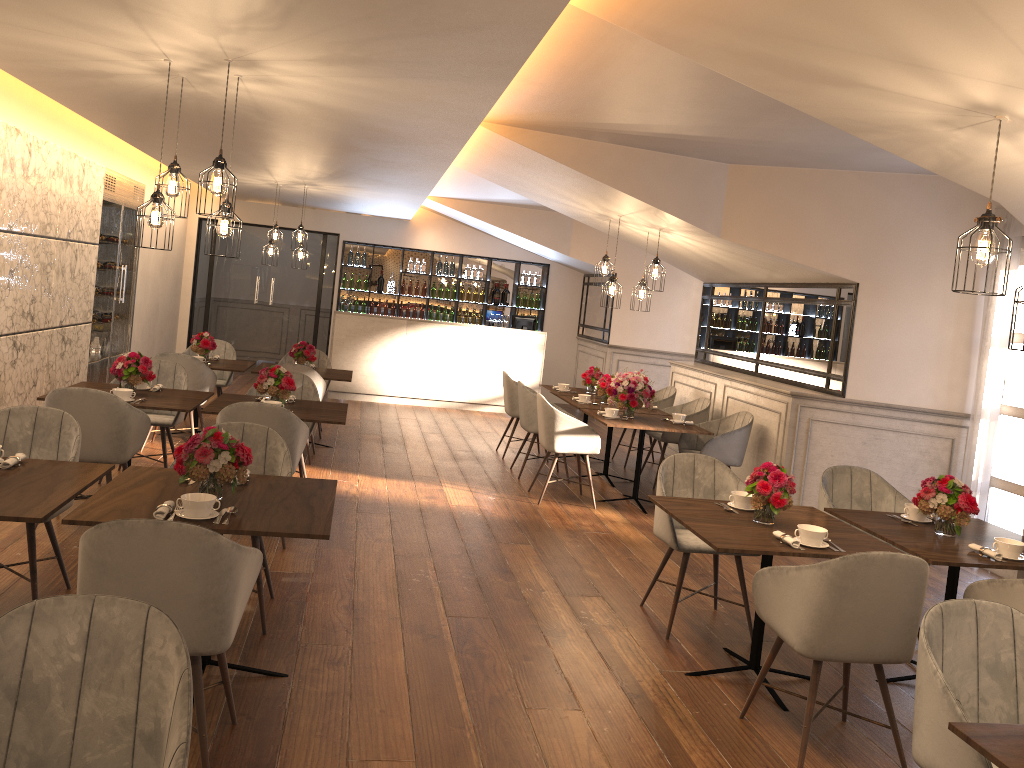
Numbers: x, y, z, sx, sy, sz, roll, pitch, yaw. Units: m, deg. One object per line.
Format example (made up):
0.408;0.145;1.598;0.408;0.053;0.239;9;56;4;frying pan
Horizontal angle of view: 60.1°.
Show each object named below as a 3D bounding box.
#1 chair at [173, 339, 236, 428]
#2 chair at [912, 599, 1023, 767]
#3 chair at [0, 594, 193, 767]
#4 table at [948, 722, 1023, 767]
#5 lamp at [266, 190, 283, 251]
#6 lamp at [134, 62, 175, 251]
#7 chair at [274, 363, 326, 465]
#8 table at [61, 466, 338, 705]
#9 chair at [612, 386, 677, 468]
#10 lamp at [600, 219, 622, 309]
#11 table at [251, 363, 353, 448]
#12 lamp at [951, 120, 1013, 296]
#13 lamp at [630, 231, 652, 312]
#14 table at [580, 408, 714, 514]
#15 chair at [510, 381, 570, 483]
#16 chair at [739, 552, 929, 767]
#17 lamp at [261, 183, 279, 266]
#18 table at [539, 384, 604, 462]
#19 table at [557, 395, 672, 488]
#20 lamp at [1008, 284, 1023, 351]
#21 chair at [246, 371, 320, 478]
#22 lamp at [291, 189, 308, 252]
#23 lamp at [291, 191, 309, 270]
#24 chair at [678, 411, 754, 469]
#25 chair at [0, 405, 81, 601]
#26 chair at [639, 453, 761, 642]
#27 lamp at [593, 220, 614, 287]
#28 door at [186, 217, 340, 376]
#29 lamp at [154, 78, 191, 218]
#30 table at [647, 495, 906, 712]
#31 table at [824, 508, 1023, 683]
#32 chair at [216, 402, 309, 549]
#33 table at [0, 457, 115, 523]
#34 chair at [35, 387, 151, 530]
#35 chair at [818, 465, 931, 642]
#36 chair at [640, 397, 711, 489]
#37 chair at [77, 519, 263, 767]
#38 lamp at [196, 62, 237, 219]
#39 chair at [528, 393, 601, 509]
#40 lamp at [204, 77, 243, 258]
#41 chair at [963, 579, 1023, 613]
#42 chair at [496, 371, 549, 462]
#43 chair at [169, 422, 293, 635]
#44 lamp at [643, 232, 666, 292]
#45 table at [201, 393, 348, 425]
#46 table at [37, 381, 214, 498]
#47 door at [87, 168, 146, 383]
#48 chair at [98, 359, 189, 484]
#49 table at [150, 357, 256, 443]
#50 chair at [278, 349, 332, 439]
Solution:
-3.104;-0.007;9.003;0.564;0.870;0.528;6;3;-10;chair
1.394;1.113;2.447;0.564;0.870;0.528;6;3;-10;chair
-0.934;0.932;1.744;0.564;0.870;0.528;6;3;-10;chair
1.533;1.267;1.796;0.895;0.719;0.900;5;4;-10;table
-2.709;-2.616;10.446;0.175;2.066;0.175;6;2;-8;lamp
-1.755;-1.728;4.561;0.175;2.066;0.175;6;2;-8;lamp
-1.962;0.228;7.854;0.564;0.870;0.528;6;3;-10;chair
-1.200;0.806;3.533;0.895;0.719;0.900;5;4;-10;table
1.425;0.437;9.436;0.525;0.870;0.567;6;3;-10;chair
1.009;-1.725;8.088;0.175;2.066;0.175;6;2;-8;lamp
-2.024;0.233;8.512;0.895;0.719;0.900;5;4;-10;table
1.834;-1.359;3.231;0.175;2.066;0.175;6;2;-8;lamp
1.308;-1.711;8.267;0.175;2.066;0.175;6;2;-8;lamp
1.076;0.664;7.499;0.895;0.719;0.900;5;4;-10;table
0.278;0.427;8.270;0.525;0.870;0.567;6;3;-10;chair
1.262;1.003;3.433;0.564;0.870;0.528;6;3;-10;chair
-2.676;-2.387;10.130;0.175;2.066;0.175;6;2;-8;lamp
0.769;0.451;9.349;0.895;0.719;0.900;5;4;-10;table
0.923;0.557;8.424;0.895;0.719;0.900;5;4;-10;table
1.867;-1.130;2.915;0.175;2.066;0.175;6;2;-8;lamp
-1.759;0.359;6.724;0.564;0.870;0.528;6;3;-10;chair
-2.304;-2.527;9.978;0.175;2.066;0.175;6;2;-8;lamp
-2.378;-2.373;10.309;0.175;2.066;0.175;6;2;-8;lamp
1.731;0.649;7.586;0.525;0.870;0.567;6;3;-10;chair
-2.279;0.566;4.023;0.564;0.870;0.528;6;3;-10;chair
1.015;0.850;4.736;0.564;0.870;0.528;6;3;-10;chair
0.976;-1.954;8.404;0.175;2.066;0.175;6;2;-8;lamp
-3.845;-1.281;13.721;2.104;2.329;0.274;5;2;-10;door
-1.788;-1.957;4.877;0.175;2.066;0.175;6;2;-8;lamp
1.154;1.004;4.085;0.895;0.719;0.900;5;4;-10;table
2.095;1.089;4.246;0.895;0.719;0.900;5;4;-10;table
-1.557;0.508;5.413;0.564;0.870;0.528;6;3;-10;chair
-2.141;0.721;3.371;0.895;0.719;0.900;5;4;-10;table
-2.498;0.423;5.252;0.564;0.870;0.528;6;3;-10;chair
1.956;0.935;4.898;0.564;0.870;0.528;6;3;-10;chair
1.578;0.543;8.511;0.525;0.870;0.567;6;3;-10;chair
-1.136;0.800;2.873;0.564;0.870;0.528;6;3;-10;chair
-1.383;-1.868;4.409;0.175;2.066;0.175;6;2;-8;lamp
0.432;0.533;7.345;0.525;0.870;0.567;6;3;-10;chair
-1.457;-1.714;4.740;0.175;2.066;0.175;6;2;-8;lamp
2.203;1.088;3.595;0.564;0.870;0.528;6;3;-10;chair
0.125;0.321;9.195;0.525;0.870;0.567;6;3;-10;chair
-1.338;0.651;4.184;0.564;0.870;0.528;6;3;-10;chair
1.382;-1.865;7.936;0.175;2.066;0.175;6;2;-8;lamp
-1.620;0.514;6.072;0.895;0.719;0.900;5;4;-10;table
-2.561;0.429;5.911;0.895;0.719;0.900;5;4;-10;table
-4.390;-1.068;9.839;0.134;2.463;1.865;6;3;-10;door
-2.700;0.274;6.563;0.564;0.870;0.528;6;3;-10;chair
-2.965;0.148;8.351;0.895;0.719;0.900;5;4;-10;table
-2.164;0.078;9.164;0.564;0.870;0.528;6;3;-10;chair
